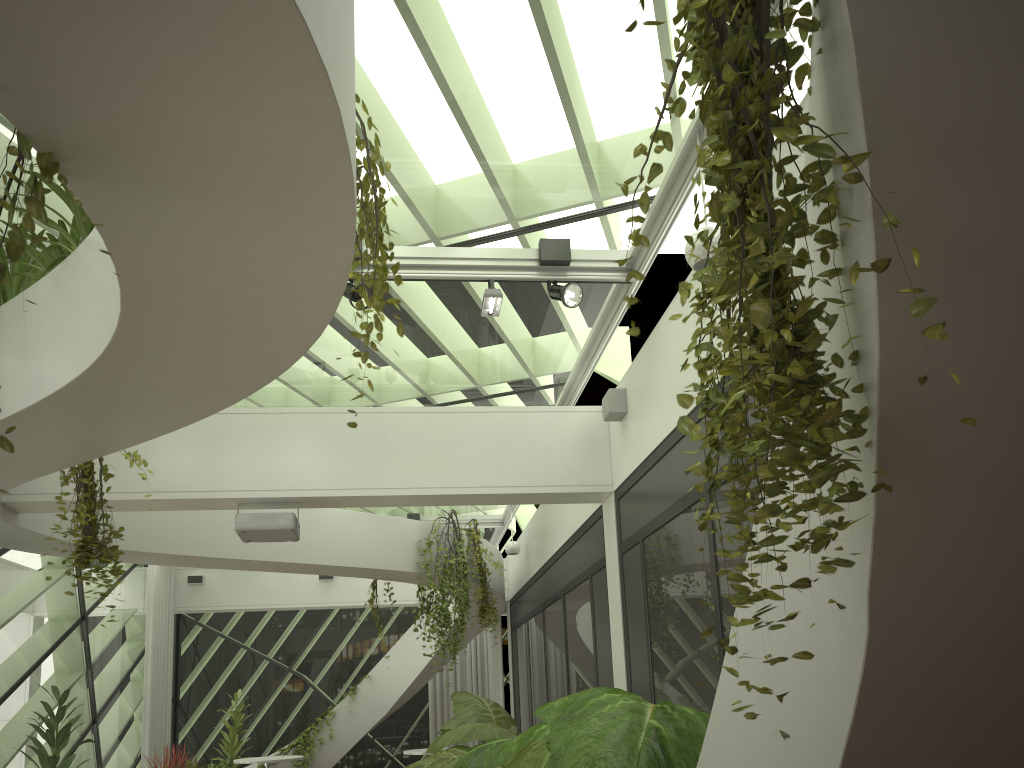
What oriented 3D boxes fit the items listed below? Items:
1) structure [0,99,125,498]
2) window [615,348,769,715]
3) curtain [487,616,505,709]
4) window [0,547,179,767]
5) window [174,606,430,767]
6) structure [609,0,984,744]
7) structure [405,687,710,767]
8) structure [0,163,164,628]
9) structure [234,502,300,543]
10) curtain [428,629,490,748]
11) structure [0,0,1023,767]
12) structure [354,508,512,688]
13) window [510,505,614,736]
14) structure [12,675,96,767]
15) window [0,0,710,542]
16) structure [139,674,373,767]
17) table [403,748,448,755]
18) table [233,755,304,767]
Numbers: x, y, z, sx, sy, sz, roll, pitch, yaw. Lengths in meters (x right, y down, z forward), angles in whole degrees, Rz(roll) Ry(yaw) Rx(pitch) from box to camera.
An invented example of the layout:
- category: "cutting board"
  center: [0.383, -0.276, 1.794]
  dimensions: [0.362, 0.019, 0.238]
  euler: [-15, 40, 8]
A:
- category: "structure"
  center: [-1.895, -0.665, 0.743]
  dimensions: [3.253, 1.795, 1.259]
  euler: [13, -21, -40]
- category: "window"
  center: [1.282, 1.129, 3.039]
  dimensions: [0.050, 3.126, 7.382]
  euler: [-1, -18, -7]
- category: "curtain"
  center: [-0.264, 4.904, 14.837]
  dimensions: [0.160, 3.955, 1.033]
  euler: [-1, -12, -8]
- category: "window"
  center: [-4.934, 2.165, 7.119]
  dimensions: [0.084, 4.473, 17.436]
  euler: [-1, -19, -7]
- category: "window"
  center: [-3.017, 5.110, 15.572]
  dimensions: [5.736, 4.494, 0.039]
  euler: [-1, -11, -7]
- category: "structure"
  center: [0.483, -0.464, 1.487]
  dimensions: [0.615, 2.047, 1.102]
  euler: [-4, -13, 5]
- category: "structure"
  center: [-0.227, 3.381, 7.222]
  dimensions: [1.781, 1.655, 9.264]
  euler: [-1, -19, -7]
- category: "structure"
  center: [-2.669, 0.533, 4.705]
  dimensions: [1.465, 2.236, 4.743]
  euler: [10, -22, -41]
- category: "structure"
  center: [-1.858, 1.051, 6.674]
  dimensions: [0.462, 0.267, 0.403]
  euler: [0, -17, -7]
- category: "curtain"
  center: [-0.873, 5.189, 15.558]
  dimensions: [1.230, 3.955, 0.165]
  euler: [-1, -11, -8]
- category: "structure"
  center: [-1.659, 1.122, 2.769]
  dimensions: [5.916, 4.075, 25.351]
  euler: [-2, -19, -1]
- category: "structure"
  center: [-0.949, 2.525, 10.278]
  dimensions: [1.657, 2.004, 1.471]
  euler: [11, -19, -41]
- category: "window"
  center: [0.449, 3.790, 10.374]
  dimensions: [0.050, 3.126, 7.475]
  euler: [-1, -18, -7]
- category: "structure"
  center: [-3.592, 2.660, 5.651]
  dimensions: [0.854, 1.542, 3.462]
  euler: [-1, -18, -7]
- category: "window"
  center: [-2.220, -0.013, 7.893]
  dimensions: [5.686, 0.053, 17.403]
  euler: [0, -20, -7]
- category: "structure"
  center: [-4.043, 4.963, 12.313]
  dimensions: [2.052, 1.613, 4.916]
  euler: [-10, -20, 23]
- category: "table"
  center: [-0.946, 5.233, 11.170]
  dimensions: [0.865, 1.060, 0.879]
  euler: [-10, -17, 27]
- category: "table"
  center: [-3.039, 5.236, 10.924]
  dimensions: [0.865, 1.060, 0.879]
  euler: [-10, -17, 27]
